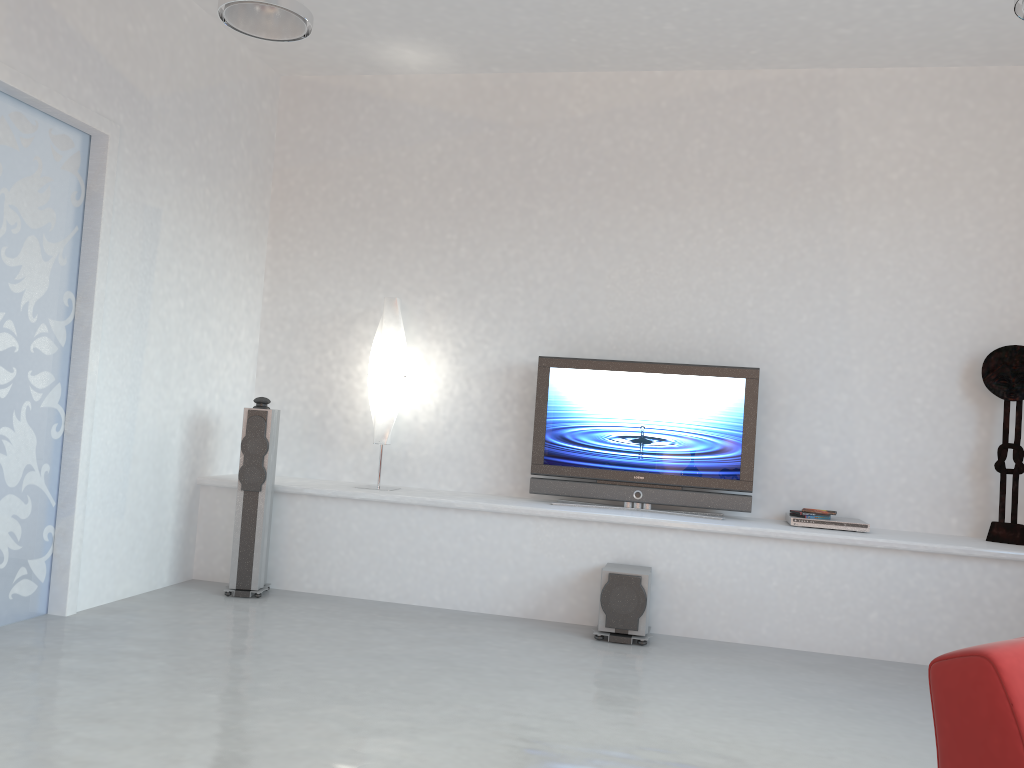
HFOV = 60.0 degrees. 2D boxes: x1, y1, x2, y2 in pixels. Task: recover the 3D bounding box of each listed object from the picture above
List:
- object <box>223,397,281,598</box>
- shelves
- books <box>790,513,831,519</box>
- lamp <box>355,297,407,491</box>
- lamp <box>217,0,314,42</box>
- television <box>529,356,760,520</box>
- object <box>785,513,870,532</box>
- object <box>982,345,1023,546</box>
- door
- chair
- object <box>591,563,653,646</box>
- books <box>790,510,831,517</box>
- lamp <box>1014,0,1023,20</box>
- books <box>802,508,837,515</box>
[{"bbox_3d":[-1.548,0.669,5.355,0.255,1.184,0.273,4,-2,-3],"label":"object"},{"bbox_3d":[0.753,0.798,5.362,5.500,0.050,0.650,4,-2,12],"label":"shelves"},{"bbox_3d":[1.761,0.780,5.241,0.190,0.015,0.135,5,-3,-23],"label":"books"},{"bbox_3d":[-0.822,0.058,5.771,0.263,1.239,0.263,4,-2,4],"label":"lamp"},{"bbox_3d":[-0.985,-1.885,3.663,0.379,0.800,0.379,4,-2,8],"label":"lamp"},{"bbox_3d":[0.806,0.321,5.497,1.356,0.919,0.343,4,-2,12],"label":"television"},{"bbox_3d":[1.856,0.816,5.246,0.430,0.045,0.352,4,-2,12],"label":"object"},{"bbox_3d":[2.851,0.341,5.065,0.331,1.130,0.108,2,-3,37],"label":"object"},{"bbox_3d":[-2.431,-0.142,3.861,0.240,2.550,1.600,4,-2,12],"label":"door"},{"bbox_3d":[1.673,0.972,1.897,0.951,0.738,1.288,5,-3,-28],"label":"chair"},{"bbox_3d":[0.622,1.208,4.894,0.336,0.374,0.337,4,-2,12],"label":"object"},{"bbox_3d":[1.762,0.765,5.244,0.190,0.015,0.135,4,-2,-8],"label":"books"},{"bbox_3d":[1.952,-1.705,3.033,0.379,0.800,0.379,6,-3,-38],"label":"lamp"},{"bbox_3d":[1.812,0.753,5.229,0.190,0.015,0.135,3,-3,22],"label":"books"}]
